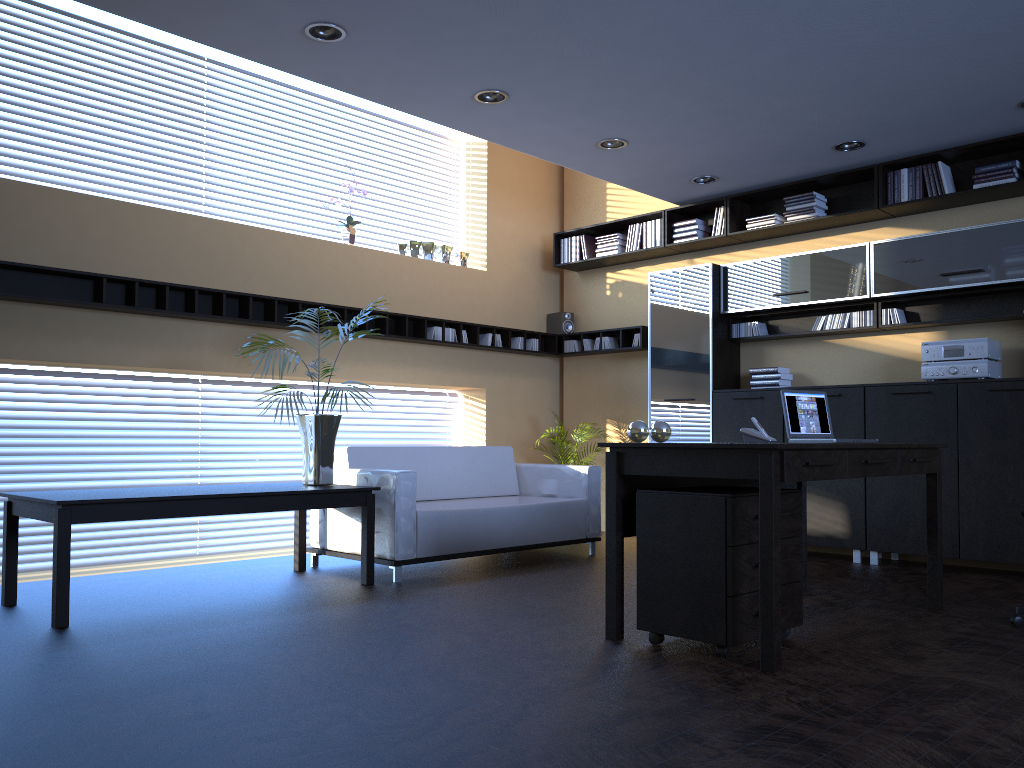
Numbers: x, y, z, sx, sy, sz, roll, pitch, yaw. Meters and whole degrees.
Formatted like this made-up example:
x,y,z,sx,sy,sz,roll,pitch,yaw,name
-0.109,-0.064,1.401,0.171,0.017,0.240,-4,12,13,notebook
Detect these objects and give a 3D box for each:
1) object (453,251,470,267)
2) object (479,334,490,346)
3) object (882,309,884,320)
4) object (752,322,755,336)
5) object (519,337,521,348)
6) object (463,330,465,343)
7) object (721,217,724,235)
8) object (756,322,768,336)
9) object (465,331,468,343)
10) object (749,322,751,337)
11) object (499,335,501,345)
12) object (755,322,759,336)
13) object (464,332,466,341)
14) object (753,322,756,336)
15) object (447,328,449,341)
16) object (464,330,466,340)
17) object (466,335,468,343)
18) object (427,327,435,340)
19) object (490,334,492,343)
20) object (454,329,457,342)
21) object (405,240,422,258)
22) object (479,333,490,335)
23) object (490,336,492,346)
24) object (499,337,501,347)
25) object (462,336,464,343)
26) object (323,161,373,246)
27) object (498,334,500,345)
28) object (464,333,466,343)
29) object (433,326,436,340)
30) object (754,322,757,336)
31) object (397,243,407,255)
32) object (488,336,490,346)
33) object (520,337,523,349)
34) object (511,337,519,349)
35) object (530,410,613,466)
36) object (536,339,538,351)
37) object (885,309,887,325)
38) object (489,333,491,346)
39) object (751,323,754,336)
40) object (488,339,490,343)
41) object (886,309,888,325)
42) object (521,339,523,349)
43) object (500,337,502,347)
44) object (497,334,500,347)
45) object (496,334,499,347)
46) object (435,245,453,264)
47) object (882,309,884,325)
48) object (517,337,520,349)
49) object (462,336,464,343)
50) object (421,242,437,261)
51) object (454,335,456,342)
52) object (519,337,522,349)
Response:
x,y,z,sx,sy,sz,roll,pitch,yaw,name
-0.483,-1.177,8.464,0.118,0.149,0.124,-2,-4,45,object
-0.273,-0.415,8.380,0.142,0.118,0.040,-3,-4,44,object
2.861,-0.504,6.768,0.009,0.120,0.142,-2,-4,44,object
2.084,-0.459,7.528,0.026,0.117,0.140,-2,-4,45,object
0.028,-0.395,8.682,0.140,0.117,0.026,-3,-4,44,object
-0.490,-0.431,8.157,0.142,0.120,0.030,-3,-4,44,object
1.886,-1.392,7.661,0.075,0.259,0.207,-2,-3,44,object
2.118,-0.460,7.497,0.040,0.118,0.142,-2,-4,44,object
-0.467,-0.428,8.184,0.142,0.118,0.040,-3,-4,44,object
2.062,-0.458,7.550,0.009,0.120,0.142,-2,-4,44,object
-0.162,-0.408,8.487,0.140,0.117,0.026,-3,-4,44,object
2.105,-0.460,7.505,0.030,0.120,0.142,-2,-4,44,object
-0.480,-0.429,8.176,0.142,0.120,0.030,-3,-4,44,object
2.092,-0.459,7.522,0.030,0.120,0.142,-2,-4,44,object
-0.622,-0.440,8.021,0.142,0.120,0.009,-3,-4,44,object
-0.478,-0.430,8.175,0.140,0.117,0.026,-3,-4,44,object
-0.465,-0.428,8.184,0.140,0.116,0.036,-3,-4,45,object
-0.745,-0.447,7.900,0.142,0.118,0.040,-3,-4,44,object
-0.251,-0.414,8.409,0.140,0.117,0.026,-3,-4,44,object
-0.558,-0.434,8.092,0.142,0.118,0.040,-3,-4,45,object
-0.894,-1.210,8.046,0.133,0.159,0.126,2,-3,-25,object
-0.274,-0.414,8.382,0.142,0.122,0.041,-3,-4,44,object
-0.245,-0.413,8.418,0.142,0.120,0.030,-3,-4,44,object
-0.166,-0.408,8.490,0.142,0.120,0.030,-3,-4,44,object
-0.497,-0.431,8.150,0.142,0.120,0.030,-3,-4,44,object
-1.364,-1.511,7.581,0.352,0.694,0.437,-1,-3,24,object
-0.172,-0.409,8.482,0.142,0.120,0.030,-3,-4,44,object
-0.485,-0.430,8.167,0.142,0.120,0.030,-3,-4,44,object
-0.727,-0.447,7.917,0.142,0.120,0.009,-3,-4,45,object
2.102,-0.459,7.517,0.030,0.120,0.142,-2,-4,44,object
-0.986,-1.194,7.951,0.089,0.113,0.094,1,-3,-10,object
-0.264,-0.415,8.393,0.140,0.117,0.026,-3,-4,44,object
0.043,-0.394,8.696,0.142,0.120,0.030,-3,-4,44,object
0.007,-0.395,8.667,0.142,0.118,0.040,-3,-4,44,object
0.588,0.825,8.454,0.841,1.239,0.690,1,-3,-12,object
0.200,-0.384,8.853,0.142,0.120,0.009,-3,-4,44,object
2.873,-0.505,6.751,0.009,0.120,0.142,-2,-4,44,object
-0.257,-0.414,8.400,0.142,0.120,0.030,-3,-4,44,object
2.072,-0.458,7.546,0.009,0.120,0.142,-2,-4,44,object
-0.265,-0.415,8.394,0.142,0.120,0.030,-3,-4,44,object
2.884,-0.505,6.747,0.009,0.120,0.142,-2,-4,45,object
0.055,-0.393,8.713,0.142,0.120,0.009,-3,-4,44,object
-0.156,-0.406,8.501,0.142,0.118,0.040,-3,-4,44,object
-0.177,-0.409,8.472,0.142,0.120,0.030,-3,-4,44,object
-0.187,-0.410,8.467,0.142,0.120,0.030,-3,-4,44,object
-0.643,-1.200,8.301,0.137,0.173,0.144,-2,-3,35,object
2.859,-0.504,6.764,0.006,0.118,0.140,-2,-4,44,object
0.016,-0.395,8.680,0.142,0.120,0.030,-3,-4,44,object
-0.495,-0.431,8.148,0.140,0.117,0.026,-3,-4,45,object
-0.770,-1.209,8.176,0.137,0.173,0.144,0,-3,5,object
-0.560,-0.434,8.094,0.142,0.122,0.041,-3,-4,44,object
0.034,-0.395,8.691,0.142,0.120,0.030,-3,-4,44,object
